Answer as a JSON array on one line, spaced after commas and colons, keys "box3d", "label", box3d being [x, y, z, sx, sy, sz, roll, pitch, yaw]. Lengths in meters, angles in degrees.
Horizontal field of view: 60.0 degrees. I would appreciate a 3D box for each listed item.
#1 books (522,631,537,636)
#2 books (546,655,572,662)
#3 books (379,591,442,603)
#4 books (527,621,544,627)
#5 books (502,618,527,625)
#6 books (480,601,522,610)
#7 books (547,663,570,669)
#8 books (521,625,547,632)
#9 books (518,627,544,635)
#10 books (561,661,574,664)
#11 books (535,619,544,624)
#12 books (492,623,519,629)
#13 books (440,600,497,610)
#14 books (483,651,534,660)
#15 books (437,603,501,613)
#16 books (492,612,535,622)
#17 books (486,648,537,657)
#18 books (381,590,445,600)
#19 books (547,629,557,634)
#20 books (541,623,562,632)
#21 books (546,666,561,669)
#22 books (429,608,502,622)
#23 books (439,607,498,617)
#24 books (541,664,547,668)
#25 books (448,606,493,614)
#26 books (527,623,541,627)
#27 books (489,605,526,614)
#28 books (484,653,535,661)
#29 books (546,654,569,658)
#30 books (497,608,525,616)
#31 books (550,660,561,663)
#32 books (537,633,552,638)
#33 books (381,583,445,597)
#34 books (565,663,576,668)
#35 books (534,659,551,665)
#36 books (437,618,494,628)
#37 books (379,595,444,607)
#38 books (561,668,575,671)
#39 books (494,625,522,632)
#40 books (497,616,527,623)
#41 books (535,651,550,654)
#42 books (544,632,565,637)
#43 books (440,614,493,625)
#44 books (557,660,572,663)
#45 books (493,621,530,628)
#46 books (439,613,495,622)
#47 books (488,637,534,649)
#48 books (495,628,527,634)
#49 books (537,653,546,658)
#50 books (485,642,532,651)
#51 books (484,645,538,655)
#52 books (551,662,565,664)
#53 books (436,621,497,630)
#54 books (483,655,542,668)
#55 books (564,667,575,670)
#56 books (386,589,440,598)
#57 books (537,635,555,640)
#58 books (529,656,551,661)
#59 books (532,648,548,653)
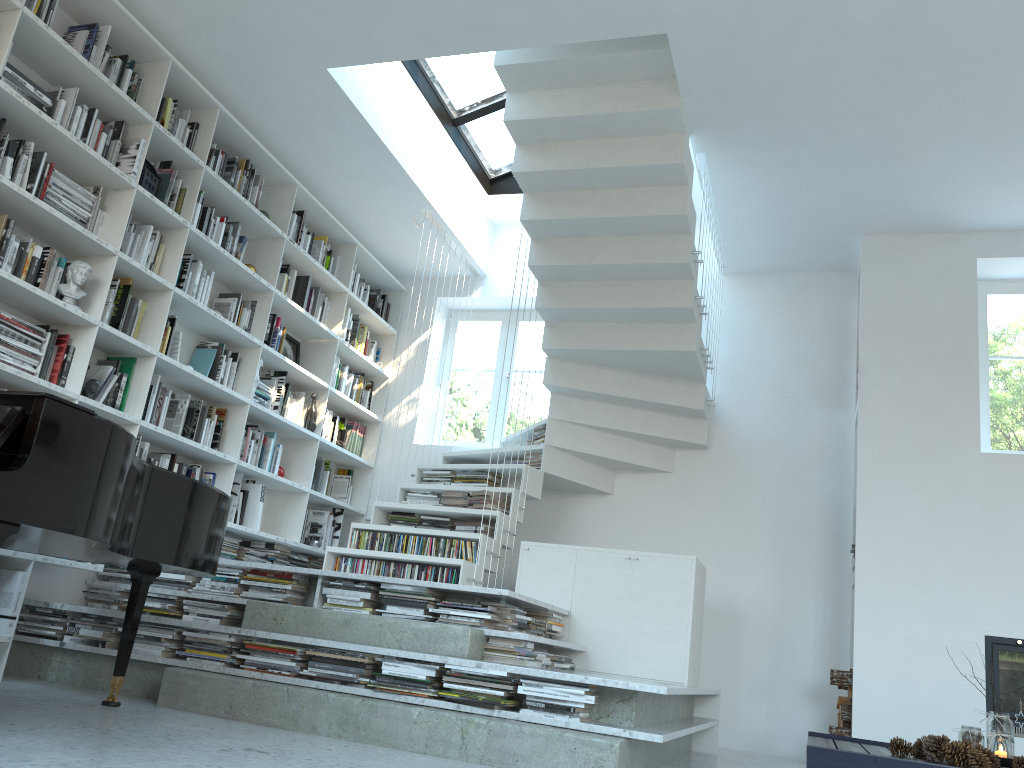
[{"box3d": [0.028, 1.249, 4.462, 0.133, 0.014, 0.294, 3, -18, 16], "label": "books"}, {"box3d": [0.175, 1.375, 4.463, 0.190, 0.018, 0.288, 2, -18, 18], "label": "books"}, {"box3d": [-0.462, 0.998, 4.144, 0.281, 0.013, 0.168, 3, -18, 16], "label": "books"}, {"box3d": [0.048, 1.199, 4.473, 0.172, 0.013, 0.246, 2, -18, 18], "label": "books"}, {"box3d": [-0.041, 1.125, 4.217, 0.168, 0.012, 0.211, 1, -18, 20], "label": "books"}, {"box3d": [-0.051, 1.063, 4.241, 0.128, 0.016, 0.262, 2, -18, 18], "label": "books"}, {"box3d": [0.169, 1.405, 4.456, 0.177, 0.018, 0.251, 1, -18, 22], "label": "books"}, {"box3d": [0.061, 1.222, 4.460, 0.187, 0.014, 0.274, 3, -17, 14], "label": "books"}, {"box3d": [0.045, 1.236, 4.461, 0.177, 0.015, 0.215, 1, -18, 20], "label": "books"}, {"box3d": [0.233, 1.472, 4.707, 0.133, 0.007, 0.225, 0, -18, 23], "label": "books"}, {"box3d": [0.056, 1.188, 4.474, 0.173, 0.011, 0.204, 3, -17, 14], "label": "books"}, {"box3d": [-0.057, 1.148, 4.214, 0.131, 0.012, 0.208, 3, -17, 15], "label": "books"}, {"box3d": [-0.197, 1.015, 4.066, 0.228, 0.014, 0.150, 2, -18, 17], "label": "books"}, {"box3d": [-0.012, 1.210, 3.950, 0.159, 0.008, 0.286, 2, -18, 17], "label": "books"}, {"box3d": [-0.197, 1.027, 4.066, 0.269, 0.009, 0.132, 0, -18, 23], "label": "books"}, {"box3d": [-0.021, 1.104, 4.217, 0.190, 0.015, 0.231, 0, -18, 24], "label": "books"}, {"box3d": [-0.004, 1.197, 3.952, 0.168, 0.012, 0.211, 0, -18, 23], "label": "books"}, {"box3d": [-0.461, 0.989, 4.148, 0.260, 0.007, 0.172, 2, -18, 17], "label": "books"}, {"box3d": [0.131, 1.314, 4.738, 0.160, 0.014, 0.269, 2, -18, 18], "label": "books"}, {"box3d": [0.142, 1.293, 4.742, 0.177, 0.030, 0.285, 1, -18, 20], "label": "books"}, {"box3d": [0.148, 1.418, 4.459, 0.144, 0.009, 0.250, 2, -18, 18], "label": "books"}, {"box3d": [-0.208, 1.053, 4.039, 0.297, 0.014, 0.185, 2, -18, 18], "label": "books"}, {"box3d": [-0.199, 1.048, 4.064, 0.242, 0.012, 0.137, 1, -18, 20], "label": "books"}, {"box3d": [0.067, 1.325, 4.201, 0.152, 0.015, 0.208, 2, -18, 17], "label": "books"}, {"box3d": [-0.190, 1.045, 4.087, 0.190, 0.011, 0.091, 2, -18, 17], "label": "books"}, {"box3d": [0.042, 1.210, 4.471, 0.160, 0.010, 0.180, 1, -18, 21], "label": "books"}, {"box3d": [-0.033, 1.075, 4.231, 0.159, 0.009, 0.229, 3, -17, 15], "label": "books"}, {"box3d": [-0.013, 1.217, 3.948, 0.164, 0.006, 0.265, 1, -18, 20], "label": "books"}, {"box3d": [0.166, 1.360, 4.463, 0.176, 0.008, 0.276, 2, -18, 19], "label": "books"}, {"box3d": [-0.043, 1.087, 4.230, 0.154, 0.018, 0.221, 1, -18, 20], "label": "books"}, {"box3d": [0.149, 1.387, 4.468, 0.129, 0.009, 0.274, 1, -18, 22], "label": "books"}, {"box3d": [0.123, 1.335, 4.734, 0.132, 0.016, 0.263, 3, -17, 14], "label": "books"}, {"box3d": [-0.462, 0.963, 4.141, 0.237, 0.022, 0.189, 0, -18, 24], "label": "books"}, {"box3d": [0.235, 1.483, 4.703, 0.151, 0.017, 0.235, 1, -18, 20], "label": "books"}, {"box3d": [0.083, 1.309, 4.201, 0.169, 0.019, 0.233, 3, -17, 14], "label": "books"}, {"box3d": [-0.210, 1.088, 4.036, 0.212, 0.014, 0.161, 0, -18, 23], "label": "books"}, {"box3d": [-0.465, 1.013, 4.137, 0.250, 0.009, 0.188, 2, -18, 19], "label": "books"}, {"box3d": [0.238, 1.504, 4.695, 0.151, 0.006, 0.262, 3, -17, 15], "label": "books"}, {"box3d": [-0.053, 1.159, 4.209, 0.148, 0.012, 0.228, 2, -18, 17], "label": "books"}, {"box3d": [-0.043, 1.115, 4.221, 0.153, 0.009, 0.261, 1, -18, 22], "label": "books"}, {"box3d": [0.073, 1.269, 4.218, 0.152, 0.005, 0.243, 1, -18, 20], "label": "books"}, {"box3d": [0.148, 1.325, 4.729, 0.181, 0.008, 0.282, 0, -18, 24], "label": "books"}, {"box3d": [-0.206, 1.076, 4.045, 0.208, 0.015, 0.153, 3, -18, 16], "label": "books"}, {"box3d": [0.229, 1.462, 4.712, 0.133, 0.014, 0.229, 2, -18, 18], "label": "books"}, {"box3d": [-0.033, 1.137, 4.210, 0.189, 0.013, 0.216, 2, -18, 18], "label": "books"}, {"box3d": [-0.203, 1.068, 4.054, 0.227, 0.006, 0.134, 0, -18, 23], "label": "books"}, {"box3d": [-0.001, 1.158, 3.964, 0.157, 0.025, 0.234, 3, -17, 14], "label": "books"}, {"box3d": [-0.042, 1.173, 4.201, 0.177, 0.015, 0.217, 2, -18, 17], "label": "books"}, {"box3d": [0.066, 1.280, 4.217, 0.134, 0.018, 0.211, 1, -18, 22], "label": "books"}, {"box3d": [-0.017, 1.174, 3.964, 0.132, 0.010, 0.258, 0, -18, 23], "label": "books"}, {"box3d": [-0.006, 1.185, 3.957, 0.159, 0.012, 0.293, 1, -18, 22], "label": "books"}, {"box3d": [0.165, 1.394, 4.461, 0.161, 0.005, 0.255, 3, -17, 15], "label": "books"}, {"box3d": [-0.206, 1.103, 4.047, 0.249, 0.009, 0.144, 2, -18, 19], "label": "books"}, {"box3d": [0.004, 1.232, 3.938, 0.200, 0.023, 0.263, 2, -18, 17], "label": "books"}, {"box3d": [0.235, 1.496, 4.698, 0.160, 0.010, 0.180, 2, -18, 19], "label": "books"}, {"box3d": [-0.460, 0.981, 4.150, 0.208, 0.008, 0.171, 1, -18, 22], "label": "books"}, {"box3d": [0.127, 1.347, 4.728, 0.152, 0.009, 0.260, 3, -18, 16], "label": "books"}, {"box3d": [0.075, 1.294, 4.209, 0.158, 0.012, 0.273, 2, -18, 17], "label": "books"}, {"box3d": [0.072, 1.260, 4.221, 0.149, 0.013, 0.220, 2, -18, 18], "label": "books"}]
